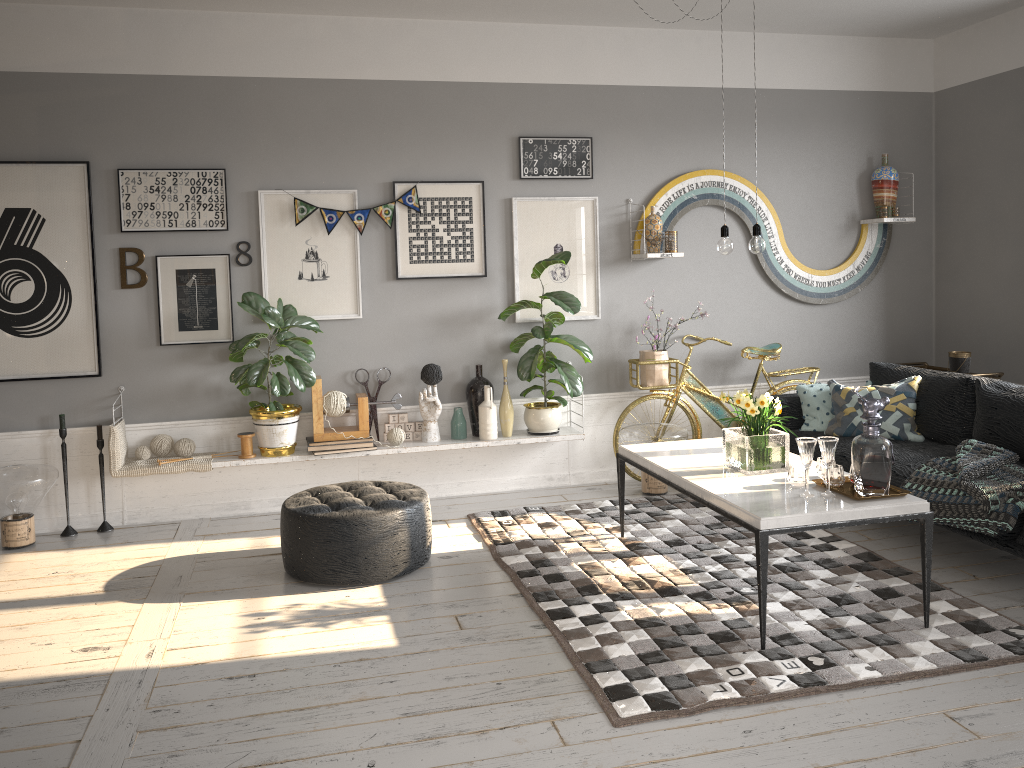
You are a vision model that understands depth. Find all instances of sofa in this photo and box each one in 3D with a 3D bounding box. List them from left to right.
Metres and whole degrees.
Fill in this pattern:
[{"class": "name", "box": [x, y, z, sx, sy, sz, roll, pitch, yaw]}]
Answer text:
[{"class": "sofa", "box": [2.290, 0.371, 4.700, 0.971, 0.793, 2.353, -3, 7, -14]}]

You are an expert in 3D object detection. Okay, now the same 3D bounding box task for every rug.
[{"class": "rug", "box": [0.876, 0.856, 4.181, 1.771, 0.034, 2.540, -3, 7, -14]}]

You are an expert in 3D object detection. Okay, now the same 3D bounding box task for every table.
[{"class": "table", "box": [1.076, 0.634, 3.985, 0.732, 0.508, 1.463, -3, 7, -14]}, {"class": "table", "box": [2.948, 0.228, 6.060, 0.339, 0.676, 0.746, -3, 6, -14]}]

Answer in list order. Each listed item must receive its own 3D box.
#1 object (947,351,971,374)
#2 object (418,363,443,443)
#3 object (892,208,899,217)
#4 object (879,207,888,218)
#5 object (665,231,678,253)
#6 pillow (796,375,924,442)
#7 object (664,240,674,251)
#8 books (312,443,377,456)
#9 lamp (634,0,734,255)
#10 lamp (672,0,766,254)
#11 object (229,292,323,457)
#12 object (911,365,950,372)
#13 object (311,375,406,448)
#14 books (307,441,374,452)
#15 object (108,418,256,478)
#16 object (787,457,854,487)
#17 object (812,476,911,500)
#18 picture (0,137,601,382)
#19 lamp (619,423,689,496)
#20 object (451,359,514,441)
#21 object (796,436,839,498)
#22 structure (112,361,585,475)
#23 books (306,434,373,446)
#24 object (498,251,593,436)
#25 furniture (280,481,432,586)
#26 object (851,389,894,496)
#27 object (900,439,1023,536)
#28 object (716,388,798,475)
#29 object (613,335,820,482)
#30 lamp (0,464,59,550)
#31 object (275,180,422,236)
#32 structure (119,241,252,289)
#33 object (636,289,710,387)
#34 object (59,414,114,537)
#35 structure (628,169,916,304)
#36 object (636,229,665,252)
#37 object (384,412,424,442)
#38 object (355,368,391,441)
[{"class": "object", "box": [2.949, -0.130, 5.832, 0.141, 0.159, 0.139, 1, 6, 24]}, {"class": "object", "box": [-0.499, 0.115, 5.457, 0.155, 0.481, 0.137, -3, 4, -14]}, {"class": "object", "box": [2.644, -1.185, 6.098, 0.050, 0.058, 0.050, -4, 6, -24]}, {"class": "object", "box": [2.570, -1.185, 6.115, 0.060, 0.079, 0.060, -4, 5, -25]}, {"class": "object", "box": [1.034, -0.921, 5.745, 0.086, 0.139, 0.086, -3, 5, -21]}, {"class": "pillow", "box": [2.083, 0.124, 5.279, 0.444, 0.360, 0.801, -5, 8, -31]}, {"class": "object", "box": [1.040, -0.904, 5.828, 0.062, 0.081, 0.062, -5, 6, -38]}, {"class": "books", "box": [-1.021, 0.377, 5.324, 0.368, 0.021, 0.298, -4, 8, -19]}, {"class": "lamp", "box": [0.466, -1.268, 3.466, 1.401, 1.529, 0.074, -7, 6, -44]}, {"class": "lamp", "box": [0.602, -1.269, 3.437, 1.401, 1.529, 0.074, -7, 6, -44]}, {"class": "object", "box": [-1.379, -0.062, 5.149, 0.511, 0.959, 0.547, -4, 5, -28]}, {"class": "object", "box": [2.903, -0.103, 6.189, 0.247, 0.015, 0.320, -3, 7, -14]}, {"class": "object", "box": [-0.924, 0.167, 5.337, 0.546, 0.438, 0.239, -3, 5, -14]}, {"class": "books", "box": [-1.032, 0.354, 5.315, 0.384, 0.029, 0.261, -3, 7, -13]}, {"class": "object", "box": [-1.885, 0.345, 5.111, 0.785, 0.305, 0.330, -3, 6, -13]}, {"class": "object", "box": [1.305, 0.375, 3.642, 0.280, 0.087, 0.247, -7, 8, -36]}, {"class": "object", "box": [1.393, 0.415, 3.544, 0.247, 0.015, 0.320, -3, 7, -14]}, {"class": "picture", "box": [-2.488, -0.510, 3.003, 7.297, 1.786, 4.060, -3, 7, -14]}, {"class": "lamp", "box": [0.893, 0.470, 5.567, 0.432, 0.435, 0.435, 0, 6, 17]}, {"class": "object", "box": [-0.190, 0.094, 5.517, 0.332, 0.486, 0.287, 2, 6, 36]}, {"class": "object", "box": [1.201, 0.326, 3.479, 0.167, 0.226, 0.082, -2, 4, -2]}, {"class": "structure", "box": [-0.912, 0.190, 5.372, 2.777, 0.484, 0.309, -3, 5, -14]}, {"class": "books", "box": [-1.039, 0.331, 5.323, 0.379, 0.017, 0.230, -4, 8, -17]}, {"class": "object", "box": [0.218, -0.256, 5.566, 0.567, 1.145, 0.417, 0, 4, 26]}, {"class": "furniture", "box": [-0.765, 0.714, 4.372, 0.737, 0.355, 0.738, -5, 7, -27]}, {"class": "object", "box": [1.414, 0.223, 3.473, 0.156, 0.415, 0.149, -1, 4, 6]}, {"class": "object", "box": [2.153, 0.483, 4.045, 0.491, 0.327, 0.670, -4, 7, -18]}, {"class": "object", "box": [1.089, 0.204, 3.960, 0.325, 0.349, 0.353, -3, 5, -12]}, {"class": "object", "box": [1.449, 0.147, 5.902, 1.628, 0.965, 0.428, -4, 5, -22]}, {"class": "lamp", "box": [-2.712, 0.670, 4.841, 0.432, 0.435, 0.435, -1, 5, 8]}, {"class": "object", "box": [-0.973, -1.073, 5.414, 0.915, 0.338, 0.057, -3, 4, -14]}, {"class": "structure", "box": [-1.917, -0.705, 5.227, 0.739, 0.262, 0.024, -3, 4, -14]}, {"class": "object", "box": [1.050, -0.301, 5.756, 0.488, 0.638, 0.255, -1, 4, 4]}, {"class": "object", "box": [-2.442, 0.502, 5.046, 0.280, 0.698, 0.092, -3, 4, -21]}, {"class": "structure", "box": [1.790, -0.998, 5.995, 2.023, 0.951, 0.268, -3, 4, -14]}, {"class": "object", "box": [0.895, -0.922, 5.696, 0.197, 0.165, 0.060, 0, 4, 20]}, {"class": "object", "box": [-0.669, 0.266, 5.519, 0.265, 0.173, 0.078, -3, 4, -8]}, {"class": "object", "box": [-0.856, 0.130, 5.503, 0.222, 0.461, 0.019, -3, 4, -14]}]
